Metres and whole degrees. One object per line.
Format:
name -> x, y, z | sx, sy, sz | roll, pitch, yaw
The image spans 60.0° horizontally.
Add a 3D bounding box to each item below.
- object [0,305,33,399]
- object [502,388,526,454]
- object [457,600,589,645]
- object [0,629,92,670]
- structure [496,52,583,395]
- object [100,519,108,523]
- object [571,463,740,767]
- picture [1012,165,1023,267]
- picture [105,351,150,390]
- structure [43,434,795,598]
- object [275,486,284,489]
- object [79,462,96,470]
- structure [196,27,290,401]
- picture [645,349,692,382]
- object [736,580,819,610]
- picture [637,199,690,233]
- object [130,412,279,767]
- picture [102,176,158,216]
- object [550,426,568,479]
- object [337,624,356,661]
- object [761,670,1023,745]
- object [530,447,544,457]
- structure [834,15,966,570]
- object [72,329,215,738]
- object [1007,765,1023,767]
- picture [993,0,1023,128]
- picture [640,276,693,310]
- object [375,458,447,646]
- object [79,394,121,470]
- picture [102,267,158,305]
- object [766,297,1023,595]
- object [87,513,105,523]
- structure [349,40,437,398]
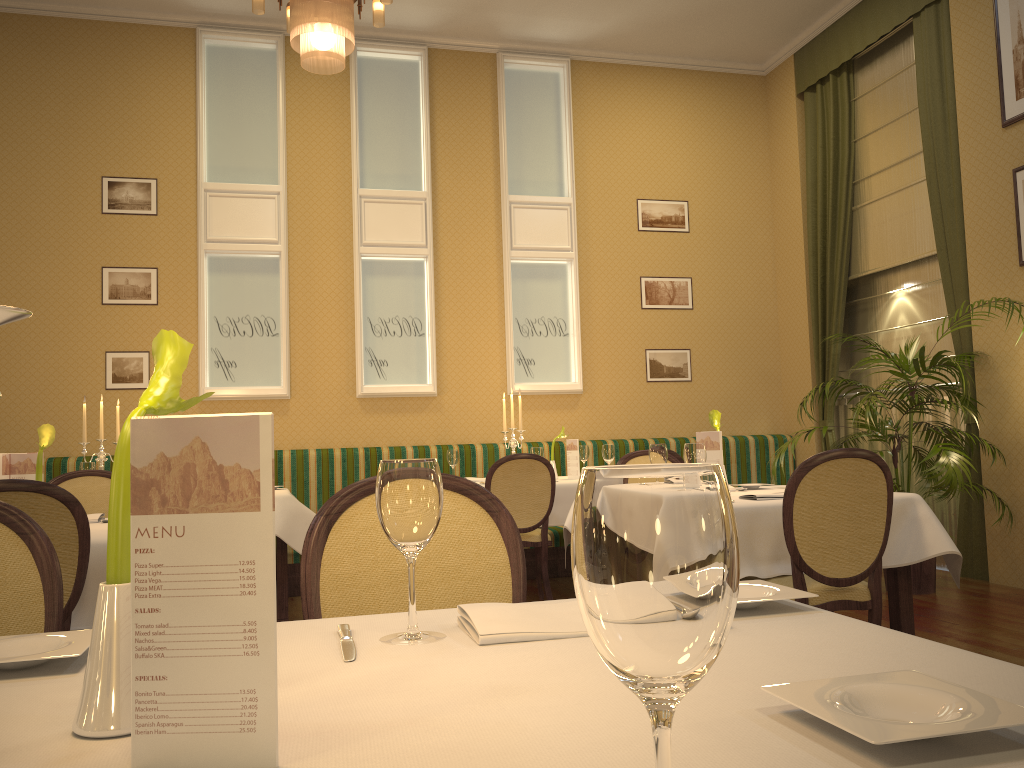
object -> -0.505, -0.018, 0.682 | 0.390, 0.655, 0.131 | -3, -4, 19
object -> 0.007, 0.346, 6.129 | 0.131, 0.655, 0.390 | -1, -4, -9
object -> 0.074, 0.308, 1.178 | 0.273, 0.033, 0.142 | -1, -4, -15
object -> -0.584, 0.324, 1.055 | 0.160, 0.024, 0.160 | -1, -4, -15
structure -> 0.233, -1.397, 7.719 | 0.670, 2.985, 0.200 | -1, -4, -15
object -> -1.564, 0.527, 3.444 | 0.038, 0.015, 0.181 | -1, -4, -13
object -> 0.077, 0.157, 0.463 | 0.088, 0.229, 0.088 | -4, -5, 33
picture -> 3.211, -1.056, 5.358 | 0.022, 0.619, 0.412 | -1, -4, -15
picture -> -2.934, -0.104, 6.769 | 0.313, 0.294, 0.008 | -1, -4, -15
structure -> -4.411, 1.045, 5.880 | 14.516, 1.031, 0.850 | -1, -4, -15
object -> -1.622, 0.703, 5.983 | 0.160, 0.024, 0.160 | -1, -4, -15
object -> -2.445, 0.565, 5.109 | 0.088, 0.229, 0.088 | -4, -5, 33
structure -> -2.151, -1.363, 7.092 | 0.687, 2.985, 0.200 | -1, -4, -15
picture -> 1.398, -0.166, 7.909 | 0.437, 0.294, 0.008 | -1, -4, -15
object -> 0.327, 0.310, 1.275 | 0.160, 0.024, 0.160 | -1, -4, -15
picture -> 1.366, -1.518, 8.007 | 0.504, 0.294, 0.008 | -1, -4, -15
object -> -0.271, 0.165, 0.727 | 0.081, 0.277, 0.166 | 2, -5, -43
picture -> -2.961, -1.456, 6.869 | 0.401, 0.294, 0.008 | -1, -4, -15
object -> 0.320, 0.481, 6.243 | 0.163, 0.375, 0.076 | 0, -5, -28
object -> -0.206, 0.321, 1.107 | 0.017, 0.010, 0.185 | -1, -4, -13
object -> 0.315, 0.272, 0.726 | 0.160, 0.024, 0.160 | -1, -4, -15
object -> 0.165, 0.528, 5.796 | 0.088, 0.229, 0.088 | -4, -5, 33
structure -> 2.990, -0.877, 6.917 | 0.123, 4.511, 1.942 | -1, -4, -15
object -> -0.356, 0.126, 0.857 | 0.076, 0.375, 0.163 | -2, -4, 7
object -> 0.261, 0.260, 0.517 | 0.273, 0.024, 0.142 | -1, -4, -15
picture -> 3.227, -2.194, 5.219 | 0.027, 1.057, 0.966 | -1, -4, -15
picture -> 1.390, -0.816, 7.958 | 0.504, 0.294, 0.008 | -1, -4, -15
object -> -0.130, 0.212, 1.144 | 0.088, 0.229, 0.088 | -4, -5, 33
object -> -2.524, 0.382, 5.455 | 0.131, 0.655, 0.390 | -2, -4, -1
picture -> -2.938, -0.753, 6.819 | 0.401, 0.294, 0.008 | -1, -4, -15
object -> 2.534, 0.412, 5.597 | 1.552, 1.807, 1.496 | 1, -5, -34
object -> -1.729, 0.524, 3.417 | 0.273, 0.033, 0.142 | -1, -4, -15
structure -> -0.995, -1.379, 7.396 | 0.661, 2.985, 0.200 | -1, -4, -15
